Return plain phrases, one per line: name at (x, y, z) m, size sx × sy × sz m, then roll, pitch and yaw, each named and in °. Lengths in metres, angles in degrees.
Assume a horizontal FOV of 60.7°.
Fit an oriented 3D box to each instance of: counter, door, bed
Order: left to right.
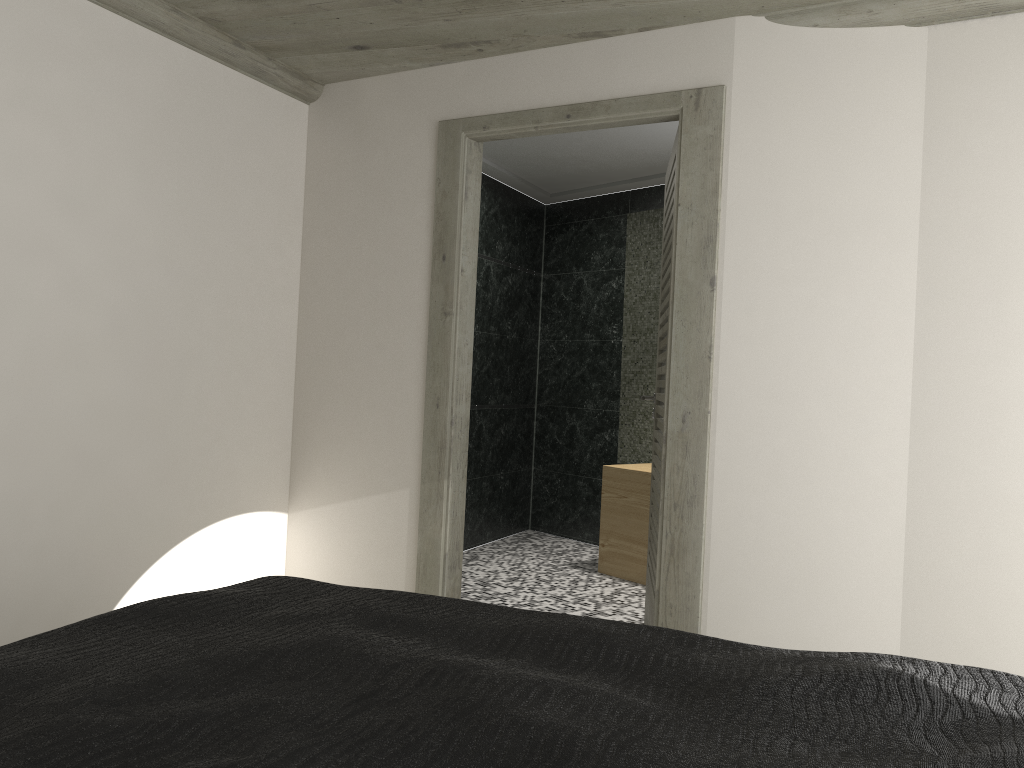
bed at (-0.204, 0.465, 0.573) m, size 2.365 × 1.623 × 3.194 m, roll 3°, pitch 0°, yaw 23°
door at (0.502, 0.032, 4.311) m, size 1.402 × 2.515 × 1.117 m, roll 3°, pitch 0°, yaw 32°
counter at (1.269, 0.791, 5.721) m, size 0.692 × 1.052 × 1.227 m, roll 3°, pitch 0°, yaw -41°
